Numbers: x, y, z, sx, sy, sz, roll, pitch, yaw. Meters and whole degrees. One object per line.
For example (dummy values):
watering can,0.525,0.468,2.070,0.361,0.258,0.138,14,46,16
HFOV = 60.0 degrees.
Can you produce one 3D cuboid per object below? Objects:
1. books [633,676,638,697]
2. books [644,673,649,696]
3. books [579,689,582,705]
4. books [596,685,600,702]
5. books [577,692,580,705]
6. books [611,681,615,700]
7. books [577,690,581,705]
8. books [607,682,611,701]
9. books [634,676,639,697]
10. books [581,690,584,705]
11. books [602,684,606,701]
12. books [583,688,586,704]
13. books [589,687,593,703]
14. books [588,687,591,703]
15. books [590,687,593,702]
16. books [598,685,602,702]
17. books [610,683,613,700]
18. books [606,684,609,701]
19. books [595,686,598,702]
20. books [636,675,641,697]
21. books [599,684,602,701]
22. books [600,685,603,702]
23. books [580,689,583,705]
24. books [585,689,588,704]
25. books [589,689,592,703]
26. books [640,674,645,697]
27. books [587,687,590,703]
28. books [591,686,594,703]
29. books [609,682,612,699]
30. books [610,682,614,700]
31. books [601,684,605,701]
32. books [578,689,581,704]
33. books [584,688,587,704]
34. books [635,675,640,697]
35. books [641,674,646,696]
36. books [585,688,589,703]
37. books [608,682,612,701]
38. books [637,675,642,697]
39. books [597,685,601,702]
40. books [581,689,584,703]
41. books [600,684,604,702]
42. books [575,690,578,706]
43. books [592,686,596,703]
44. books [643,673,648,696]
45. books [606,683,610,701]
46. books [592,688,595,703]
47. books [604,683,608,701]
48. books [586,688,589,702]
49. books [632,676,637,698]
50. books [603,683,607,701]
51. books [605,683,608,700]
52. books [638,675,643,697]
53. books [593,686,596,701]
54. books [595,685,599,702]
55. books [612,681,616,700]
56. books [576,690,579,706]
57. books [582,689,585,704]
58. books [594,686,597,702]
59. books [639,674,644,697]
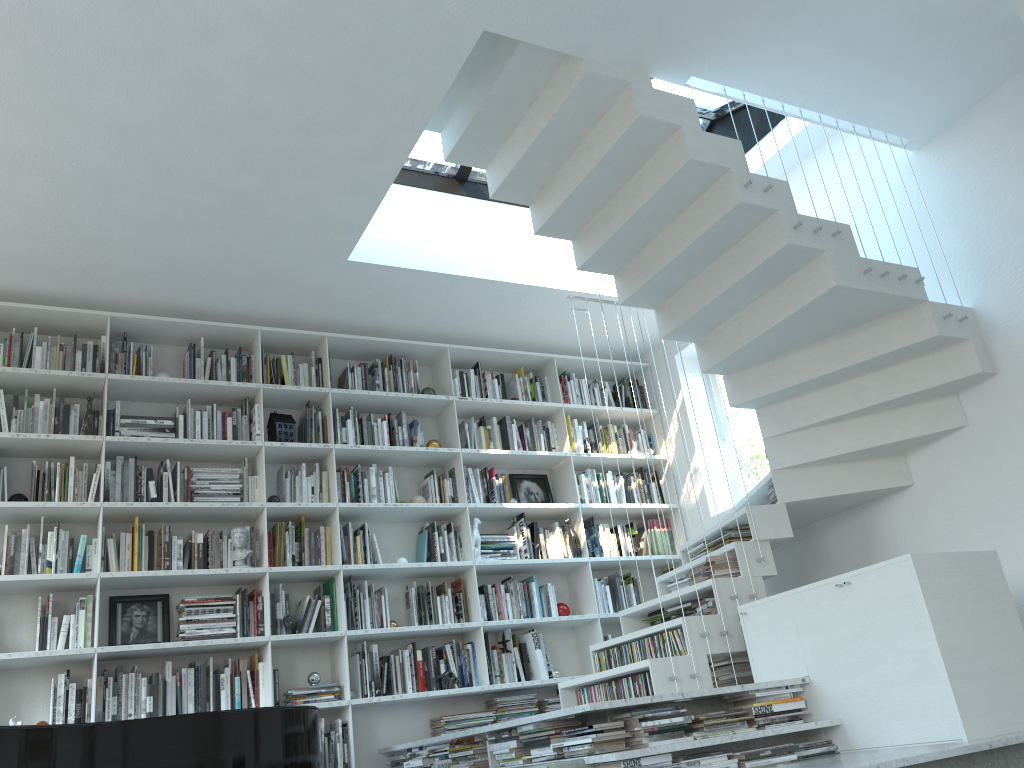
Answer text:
books,0.645,1.456,4.244,0.125,0.125,0.008,4,-25,-28
books,0.685,1.421,4.173,0.125,0.125,0.011,4,-25,-28
books,0.416,1.659,4.647,0.125,0.124,0.007,4,-25,-28
books,0.494,1.590,4.510,0.125,0.124,0.007,4,-25,-28
books,0.404,1.670,4.669,0.125,0.124,0.008,4,-25,-28
books,0.556,1.534,4.400,0.125,0.124,0.007,4,-25,-28
books,0.408,1.666,4.661,0.125,0.125,0.010,4,-25,-28
books,0.539,1.550,4.430,0.125,0.124,0.008,4,-25,-28
books,0.648,1.453,4.237,0.125,0.124,0.007,4,-25,-28
books,0.423,1.653,4.635,0.125,0.124,0.008,4,-25,-28
books,0.518,1.568,4.467,0.125,0.124,0.008,4,-25,-28
books,0.434,1.643,4.616,0.125,0.124,0.007,4,-25,-28
books,0.462,1.618,4.565,0.125,0.125,0.008,4,-25,-28
books,0.455,1.624,4.578,0.125,0.125,0.008,4,-25,-28
books,0.466,1.615,4.559,0.125,0.124,0.007,4,-25,-28
books,0.501,1.584,4.498,0.125,0.124,0.008,4,-25,-28
books,0.549,1.541,4.412,0.125,0.124,0.008,4,-25,-28
books,0.533,1.556,4.442,0.125,0.125,0.008,4,-25,-28
books,0.486,1.597,4.523,0.125,0.125,0.008,4,-25,-28
books,0.655,1.447,4.226,0.125,0.124,0.007,4,-25,-28
books,0.504,1.581,4.492,0.125,0.125,0.009,4,-25,-28
books,0.507,1.578,4.486,0.125,0.124,0.008,4,-25,-28
books,0.419,1.656,4.641,0.125,0.124,0.007,4,-25,-28
books,0.441,1.637,4.603,0.125,0.125,0.009,4,-25,-28
books,0.459,1.621,4.572,0.125,0.124,0.008,4,-25,-28
books,0.671,1.433,4.197,0.125,0.125,0.010,4,-25,-28
books,0.451,1.628,4.585,0.125,0.125,0.008,4,-25,-28
books,0.469,1.612,4.553,0.125,0.124,0.007,4,-25,-28
books,0.546,1.544,4.418,0.125,0.124,0.007,4,-25,-28
books,0.553,1.538,4.406,0.125,0.124,0.007,4,-25,-28
books,0.515,1.572,4.473,0.125,0.125,0.009,4,-25,-28
books,0.412,1.662,4.654,0.125,0.125,0.009,4,-25,-28
books,0.438,1.640,4.609,0.125,0.125,0.009,4,-25,-28
books,0.652,1.450,4.232,0.125,0.124,0.007,4,-25,-28
books,0.675,1.429,4.190,0.125,0.125,0.008,4,-25,-28
books,0.445,1.633,4.596,0.125,0.124,0.007,4,-25,-28
books,0.543,1.547,4.424,0.125,0.125,0.009,4,-25,-28
books,0.659,1.444,4.219,0.125,0.124,0.008,4,-25,-28
books,0.497,1.587,4.504,0.125,0.124,0.007,4,-25,-28
books,0.426,1.650,4.630,0.125,0.124,0.008,4,-25,-28
books,0.511,1.575,4.480,0.125,0.124,0.007,4,-25,-28
books,0.397,1.676,4.681,0.125,0.124,0.007,4,-25,-28
books,0.476,1.606,4.542,0.125,0.125,0.008,4,-25,-28
books,0.680,1.425,4.182,0.125,0.125,0.012,4,-25,-28
books,0.536,1.553,4.436,0.125,0.124,0.007,4,-25,-28
books,0.473,1.609,4.547,0.125,0.124,0.007,4,-25,-28
books,0.525,1.562,4.454,0.125,0.125,0.008,4,-25,-28
books,0.448,1.630,4.590,0.125,0.124,0.008,4,-25,-28
books,0.640,1.461,4.253,0.125,0.125,0.012,4,-25,-28
books,0.522,1.565,4.461,0.125,0.125,0.009,4,-25,-28
books,0.529,1.559,4.448,0.125,0.125,0.009,4,-25,-28
books,0.662,1.441,4.213,0.125,0.124,0.008,4,-25,-28
books,0.479,1.603,4.536,0.125,0.125,0.008,4,-25,-28
books,0.490,1.594,4.517,0.125,0.125,0.009,4,-25,-28
books,0.560,1.531,4.393,0.125,0.124,0.007,4,-25,-28
books,0.401,1.673,4.674,0.125,0.125,0.008,4,-25,-28
books,0.430,1.647,4.623,0.125,0.125,0.010,4,-25,-28
books,0.483,1.600,4.530,0.125,0.124,0.007,4,-25,-28
books,0.666,1.437,4.205,0.125,0.125,0.010,4,-25,-28
